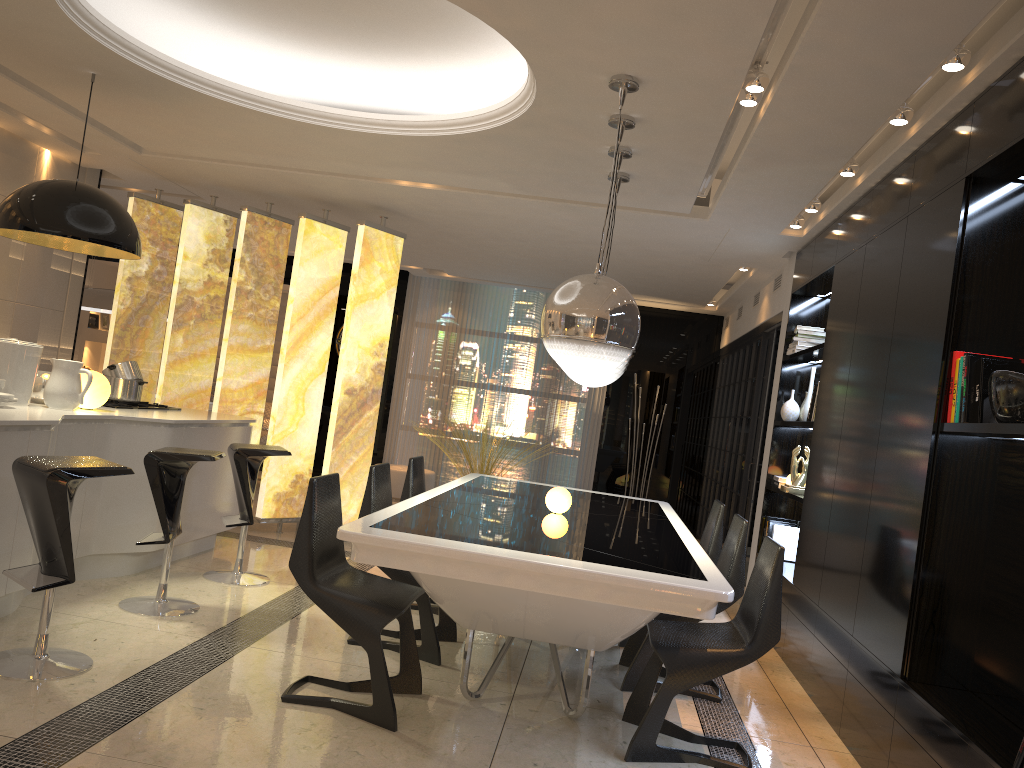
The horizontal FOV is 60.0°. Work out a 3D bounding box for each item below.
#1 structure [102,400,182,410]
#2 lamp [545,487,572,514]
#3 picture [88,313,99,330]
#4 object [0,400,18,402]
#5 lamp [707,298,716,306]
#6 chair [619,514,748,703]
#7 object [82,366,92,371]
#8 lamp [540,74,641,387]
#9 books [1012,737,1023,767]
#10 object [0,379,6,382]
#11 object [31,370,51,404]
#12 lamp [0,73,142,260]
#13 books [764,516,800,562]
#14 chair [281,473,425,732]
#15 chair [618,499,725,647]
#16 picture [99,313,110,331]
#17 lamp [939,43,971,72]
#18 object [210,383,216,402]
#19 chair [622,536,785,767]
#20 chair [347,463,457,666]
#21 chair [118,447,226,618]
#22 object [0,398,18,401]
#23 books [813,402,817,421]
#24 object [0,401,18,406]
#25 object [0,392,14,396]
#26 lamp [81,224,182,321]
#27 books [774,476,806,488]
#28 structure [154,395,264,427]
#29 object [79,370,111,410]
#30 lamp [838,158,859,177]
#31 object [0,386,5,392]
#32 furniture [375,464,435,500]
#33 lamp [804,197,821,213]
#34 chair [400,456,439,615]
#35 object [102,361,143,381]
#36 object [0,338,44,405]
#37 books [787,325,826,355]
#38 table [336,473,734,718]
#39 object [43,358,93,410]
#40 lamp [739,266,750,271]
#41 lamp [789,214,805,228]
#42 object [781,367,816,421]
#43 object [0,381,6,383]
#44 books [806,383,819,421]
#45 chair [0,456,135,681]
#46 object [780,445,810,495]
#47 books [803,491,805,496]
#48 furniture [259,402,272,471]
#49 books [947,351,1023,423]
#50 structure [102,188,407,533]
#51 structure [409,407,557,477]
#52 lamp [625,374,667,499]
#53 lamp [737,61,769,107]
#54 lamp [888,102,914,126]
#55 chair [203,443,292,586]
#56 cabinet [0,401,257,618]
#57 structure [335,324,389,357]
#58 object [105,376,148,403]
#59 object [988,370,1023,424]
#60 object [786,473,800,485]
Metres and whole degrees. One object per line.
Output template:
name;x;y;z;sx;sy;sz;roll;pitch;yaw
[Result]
structure;-2.540;0.116;5.680;0.502;0.026;0.811;8;-1;6
lamp;0.221;0.550;4.195;0.125;0.125;0.125;9;-2;-33
picture;-5.539;-0.826;11.686;0.090;0.209;0.264;8;-1;6
object;-2.480;0.077;4.179;0.264;0.033;0.264;9;-2;-25
lamp;2.244;-0.942;9.974;0.107;0.127;0.107;8;-1;-12
chair;0.828;1.037;4.306;0.496;0.858;0.523;8;-1;6
object;-5.664;-0.139;11.861;0.124;0.202;0.409;8;-1;10
lamp;0.451;-0.617;4.336;0.408;1.226;1.827;8;-1;6
books;1.454;0.912;2.230;0.222;0.296;0.345;8;-1;6
object;-2.469;-0.002;4.181;0.138;0.051;0.138;9;-2;-36
object;-2.535;0.020;4.810;0.211;0.174;0.211;9;-2;-36
lamp;-2.224;-1.159;4.570;0.710;0.898;0.710;8;-1;17
books;1.883;1.084;6.203;0.210;0.270;0.236;8;-1;6
chair;-0.579;0.816;3.484;0.496;0.858;0.523;8;-1;6
chair;0.912;1.068;5.108;0.496;0.858;0.523;8;-1;6
picture;-5.504;-0.840;11.968;0.094;0.262;0.211;8;-1;6
lamp;1.604;-1.199;3.210;0.107;0.127;0.107;8;-1;-12
object;-4.002;0.248;11.988;0.247;0.522;0.124;8;-1;6
chair;0.739;1.003;3.462;0.496;0.858;0.523;8;-1;6
chair;-0.488;0.850;4.346;0.496;0.858;0.523;8;-1;6
chair;-1.688;0.715;4.401;0.380;0.789;0.380;8;-1;-11
object;-2.479;0.071;4.179;0.264;0.033;0.264;9;-2;-25
books;1.932;0.111;5.291;0.212;0.261;0.252;8;-1;6
object;-2.481;0.083;4.179;0.264;0.033;0.264;9;-2;-25
object;-2.476;0.046;4.179;0.229;0.016;0.229;7;-2;36
lamp;-4.047;-1.229;9.198;1.578;0.995;0.939;8;-1;6
books;1.935;0.693;6.144;0.209;0.073;0.266;8;-1;10
structure;-4.285;0.446;9.139;2.912;0.812;1.659;8;-1;6
object;-2.315;0.032;4.857;0.212;0.214;0.213;9;-2;-33
lamp;1.751;-1.144;4.612;0.107;0.127;0.107;8;-1;-12
object;-2.473;0.027;4.180;0.138;0.051;0.138;9;-2;-36
furniture;-1.270;1.138;10.344;0.735;0.357;0.735;8;-1;8
lamp;1.836;-1.112;5.419;0.107;0.127;0.107;8;-1;-12
chair;-0.399;0.884;5.190;0.496;0.858;0.523;8;-1;6
object;-2.498;-0.052;5.680;0.249;0.212;0.256;7;-2;42
object;-2.556;-0.069;4.492;0.288;0.330;0.288;7;-2;24
books;2.068;-0.289;6.178;0.259;0.188;0.302;8;-1;13
table;0.161;0.990;4.278;1.293;0.759;3.031;8;-1;6
object;-2.320;0.005;4.631;0.211;0.254;0.183;9;-2;-32
lamp;1.996;-1.035;7.619;0.107;0.127;0.107;8;-1;-12
lamp;1.883;-1.094;5.865;0.107;0.127;0.107;8;-1;-12
object;1.994;0.075;6.160;0.210;0.395;0.180;8;-1;9
object;-2.469;0.004;4.180;0.138;0.051;0.138;9;-2;-36
books;1.954;0.122;5.499;0.207;0.256;0.245;8;-1;5
chair;-1.754;0.681;3.399;0.380;0.789;0.380;7;-2;39
object;1.874;0.558;5.774;0.177;0.311;0.177;8;-1;6
books;1.864;0.582;5.291;0.182;0.232;0.284;8;-1;9
furniture;-3.077;0.681;11.511;1.312;0.810;1.107;8;-1;6
books;1.692;0.022;3.137;0.210;0.270;0.236;8;-1;6
structure;-2.099;-0.171;7.002;2.180;2.555;0.448;8;-1;6
structure;-0.344;0.862;9.845;1.275;1.142;1.282;9;-2;-37
lamp;1.494;0.800;10.219;0.418;1.801;0.200;8;-1;6
lamp;1.020;-1.269;3.749;0.107;0.127;0.271;8;-1;6
lamp;1.666;-1.176;3.803;0.107;0.127;0.107;8;-1;-12
chair;-1.562;0.753;5.224;0.380;0.789;0.380;9;-2;-26
cabinet;-2.529;0.549;4.504;1.046;0.887;3.752;8;-1;6
structure;-1.834;-0.497;10.850;0.669;0.669;0.048;8;-1;6
object;-2.503;0.034;5.680;0.253;0.147;0.266;9;-2;-41
object;1.636;0.056;2.828;0.193;0.177;0.375;8;-1;7
object;1.898;0.656;5.936;0.125;0.125;0.125;9;-2;-44
